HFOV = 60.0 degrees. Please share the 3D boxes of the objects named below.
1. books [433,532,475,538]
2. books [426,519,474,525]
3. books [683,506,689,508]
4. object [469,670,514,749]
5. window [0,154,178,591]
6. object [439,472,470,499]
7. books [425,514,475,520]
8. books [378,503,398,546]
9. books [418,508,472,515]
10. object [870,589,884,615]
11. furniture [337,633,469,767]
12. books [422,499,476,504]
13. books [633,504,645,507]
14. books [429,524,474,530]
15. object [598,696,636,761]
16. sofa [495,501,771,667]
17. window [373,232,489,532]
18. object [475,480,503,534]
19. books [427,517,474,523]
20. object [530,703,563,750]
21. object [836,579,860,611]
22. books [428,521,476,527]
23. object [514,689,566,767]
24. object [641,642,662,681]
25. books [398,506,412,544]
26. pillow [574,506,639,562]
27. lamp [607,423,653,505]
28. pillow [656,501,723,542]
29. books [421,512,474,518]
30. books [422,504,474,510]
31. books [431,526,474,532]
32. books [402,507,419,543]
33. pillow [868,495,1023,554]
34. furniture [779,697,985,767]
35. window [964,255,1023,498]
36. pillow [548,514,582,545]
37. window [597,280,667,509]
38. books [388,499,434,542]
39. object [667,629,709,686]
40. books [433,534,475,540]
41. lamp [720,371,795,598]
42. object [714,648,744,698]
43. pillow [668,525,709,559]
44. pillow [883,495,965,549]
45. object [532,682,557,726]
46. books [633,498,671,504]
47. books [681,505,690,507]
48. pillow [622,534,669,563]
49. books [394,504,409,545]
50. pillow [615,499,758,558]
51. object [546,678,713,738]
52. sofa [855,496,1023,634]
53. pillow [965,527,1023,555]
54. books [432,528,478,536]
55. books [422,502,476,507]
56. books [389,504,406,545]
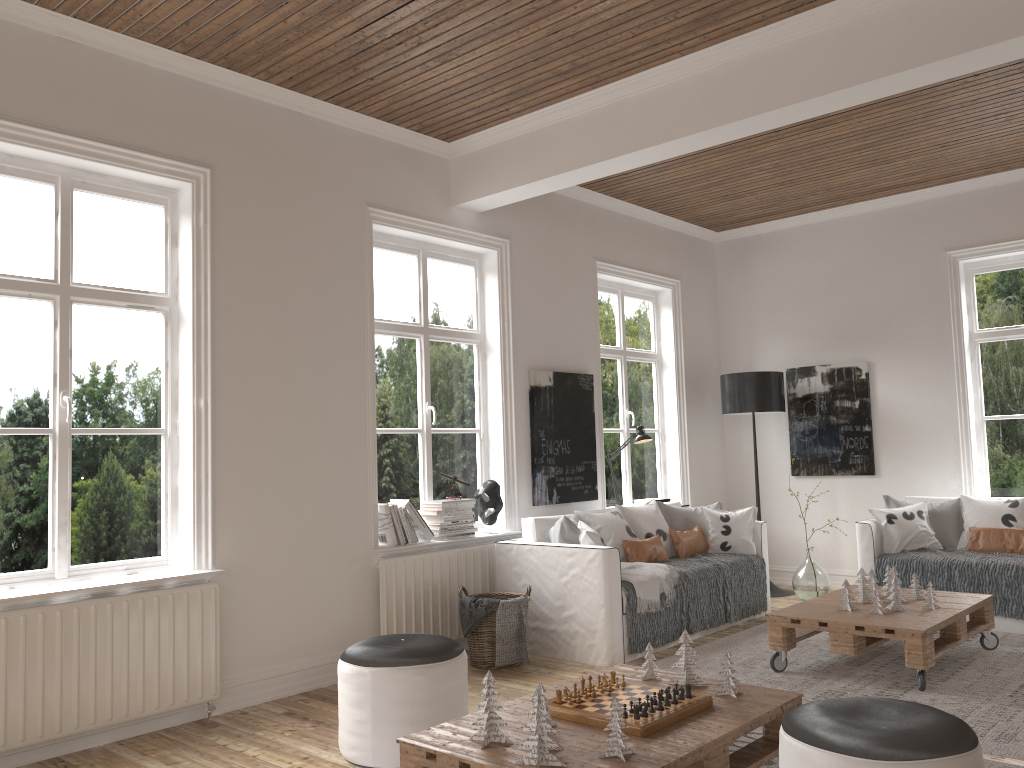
[{"bbox_3d":[-0.380,0.918,5.396,0.159,0.012,0.285,-6,-6,42],"label":"books"},{"bbox_3d":[-0.389,0.840,5.408,0.159,0.012,0.285,-6,-6,42],"label":"books"},{"bbox_3d":[1.303,1.012,7.250,0.187,0.014,0.248,-6,-6,40],"label":"books"},{"bbox_3d":[-0.067,0.972,2.683,0.108,0.213,0.109,0,-5,-24],"label":"object"},{"bbox_3d":[-1.970,-0.045,3.907,0.120,1.872,1.055,-6,-6,42],"label":"window"},{"bbox_3d":[-0.351,0.618,5.432,0.177,0.161,0.092,-3,-5,10],"label":"object"},{"bbox_3d":[-0.380,0.814,5.425,0.167,0.017,0.263,-6,-6,42],"label":"books"},{"bbox_3d":[-0.741,0.797,5.033,0.172,0.239,0.093,-6,-6,42],"label":"books"},{"bbox_3d":[-0.412,0.775,5.413,0.180,0.028,0.296,-6,-6,42],"label":"books"},{"bbox_3d":[1.851,1.103,4.509,0.068,0.124,0.072,-4,-5,26],"label":"object"},{"bbox_3d":[-0.433,1.244,3.539,0.518,0.430,0.518,1,-5,-27],"label":"furniture"},{"bbox_3d":[-0.385,0.716,5.409,0.182,0.016,0.288,-6,-6,42],"label":"books"},{"bbox_3d":[1.118,0.957,7.057,0.212,0.023,0.258,-6,-6,42],"label":"books"},{"bbox_3d":[-0.401,0.869,5.415,0.182,0.016,0.288,-6,-6,42],"label":"books"},{"bbox_3d":[0.295,0.972,2.524,0.085,0.166,0.085,-4,-5,27],"label":"object"},{"bbox_3d":[0.859,1.212,5.817,0.866,0.776,1.960,-6,-6,42],"label":"sofa"},{"bbox_3d":[-0.520,0.038,5.518,0.120,1.872,1.055,-6,-6,42],"label":"window"},{"bbox_3d":[-0.149,0.779,5.638,0.171,0.340,0.177,-1,-5,-12],"label":"object"},{"bbox_3d":[-0.377,0.828,5.413,0.161,0.012,0.254,-6,-6,42],"label":"books"},{"bbox_3d":[0.097,1.001,2.597,0.076,0.132,0.072,-6,-6,42],"label":"object"},{"bbox_3d":[1.749,1.097,4.631,0.088,0.161,0.093,2,-6,-39],"label":"object"},{"bbox_3d":[-0.368,0.853,5.418,0.161,0.013,0.256,-6,-6,42],"label":"books"},{"bbox_3d":[0.075,0.953,2.467,0.106,0.208,0.107,1,-5,-32],"label":"object"},{"bbox_3d":[0.524,1.047,3.367,0.079,0.137,0.075,-2,-5,0],"label":"object"},{"bbox_3d":[-0.667,0.811,5.107,0.161,0.218,0.101,-6,-6,42],"label":"books"},{"bbox_3d":[0.560,0.998,5.486,0.417,0.414,1.020,-4,-5,24],"label":"pillow"},{"bbox_3d":[0.882,0.647,6.667,0.439,0.703,0.196,-6,-6,42],"label":"lamp"},{"bbox_3d":[1.273,1.047,6.351,0.546,0.437,0.292,-1,-5,-15],"label":"pillow"},{"bbox_3d":[-0.396,0.798,5.429,0.182,0.016,0.288,-6,-6,42],"label":"books"},{"bbox_3d":[-0.387,0.752,5.419,0.174,0.021,0.273,-6,-6,42],"label":"books"},{"bbox_3d":[-0.378,0.882,5.417,0.161,0.013,0.254,-6,-6,42],"label":"books"},{"bbox_3d":[-0.638,0.815,5.132,0.161,0.213,0.118,-6,-6,42],"label":"books"},{"bbox_3d":[2.936,0.960,5.932,1.020,0.414,0.417,-4,-5,24],"label":"pillow"},{"bbox_3d":[0.997,1.109,2.401,0.518,0.430,0.518,-6,-6,45],"label":"furniture"},{"bbox_3d":[3.885,-0.030,6.379,1.055,1.872,0.120,-6,-6,42],"label":"window"},{"bbox_3d":[0.370,0.997,5.400,0.282,0.431,0.541,-3,-5,16],"label":"pillow"},{"bbox_3d":[0.929,0.121,7.127,0.120,1.872,1.055,-6,-6,42],"label":"window"},{"bbox_3d":[-0.596,0.797,5.187,0.176,0.255,0.226,-6,-6,42],"label":"books"},{"bbox_3d":[0.643,1.000,3.252,0.111,0.204,0.118,0,-5,-25],"label":"object"},{"bbox_3d":[-0.372,0.932,5.409,0.161,0.012,0.254,-6,-6,42],"label":"books"},{"bbox_3d":[1.979,0.794,7.161,0.499,1.754,0.499,-5,-6,39],"label":"lamp"},{"bbox_3d":[0.758,1.007,3.114,0.082,0.160,0.082,-4,-5,31],"label":"object"},{"bbox_3d":[1.226,1.090,6.096,0.117,0.235,0.414,-6,-6,41],"label":"pillow"},{"bbox_3d":[2.849,0.977,6.122,0.541,0.431,0.282,-3,-5,16],"label":"pillow"},{"bbox_3d":[0.091,1.013,2.800,0.082,0.141,0.077,-4,-5,23],"label":"object"},{"bbox_3d":[1.114,0.931,7.050,0.190,0.028,0.239,-6,-6,44],"label":"books"},{"bbox_3d":[1.299,1.000,7.257,0.202,0.012,0.251,-6,-6,43],"label":"books"},{"bbox_3d":[0.870,1.097,5.735,0.116,0.220,0.414,-6,-6,43],"label":"pillow"},{"bbox_3d":[-0.684,0.803,5.083,0.152,0.232,0.104,-6,-6,42],"label":"books"},{"bbox_3d":[1.204,1.024,6.164,1.081,0.450,0.403,0,-5,-24],"label":"pillow"},{"bbox_3d":[0.375,1.073,2.965,0.429,0.036,0.429,-6,-6,42],"label":"object"},{"bbox_3d":[3.317,1.121,5.629,1.960,0.776,0.866,-6,-6,42],"label":"sofa"},{"bbox_3d":[3.132,1.011,5.670,0.420,0.179,0.127,-6,-6,43],"label":"pillow"},{"bbox_3d":[-0.386,0.899,5.406,0.176,0.025,0.331,-6,-6,42],"label":"books"},{"bbox_3d":[-0.389,0.733,5.419,0.182,0.016,0.288,-6,-6,42],"label":"books"},{"bbox_3d":[-0.704,0.800,5.058,0.172,0.235,0.112,-6,-6,42],"label":"books"}]
